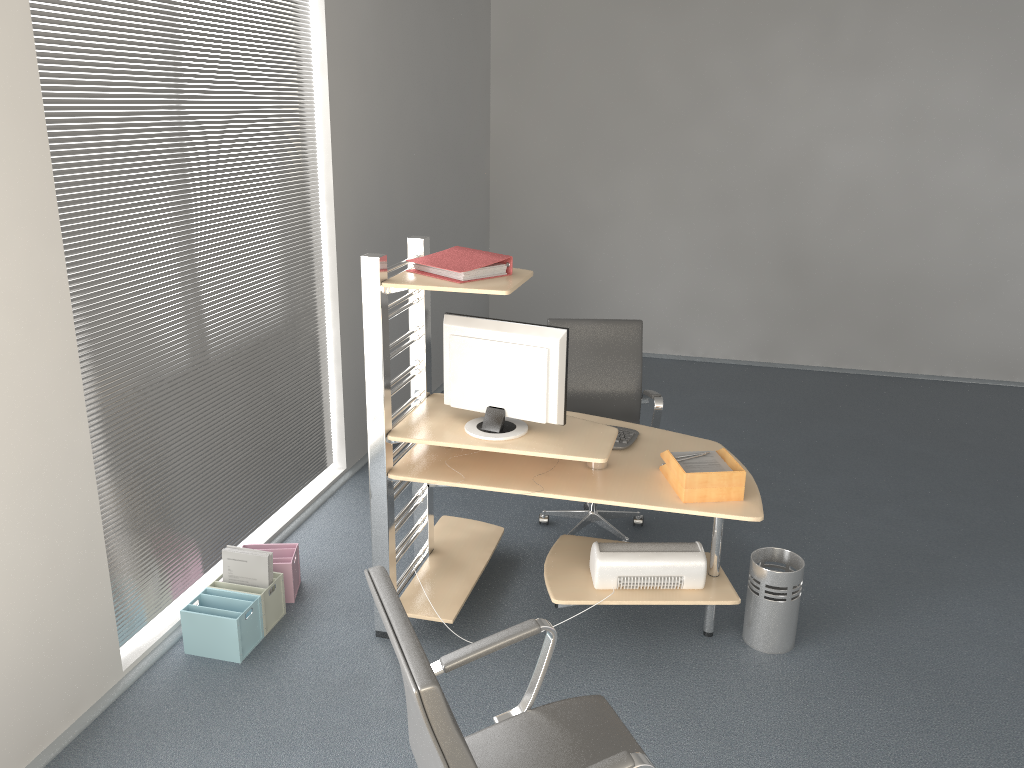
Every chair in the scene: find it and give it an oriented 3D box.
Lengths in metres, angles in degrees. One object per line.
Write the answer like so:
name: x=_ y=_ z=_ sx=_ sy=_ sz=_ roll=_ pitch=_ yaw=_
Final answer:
chair: x=0.415 y=0.259 z=4.389 sx=0.584 sy=1.048 sz=0.652 roll=1 pitch=18 yaw=0
chair: x=0.032 y=0.970 z=2.143 sx=0.652 sy=1.048 sz=0.584 roll=-6 pitch=19 yaw=-19

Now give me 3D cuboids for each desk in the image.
desk: x=0.278 y=0.216 z=3.667 sx=1.469 sy=1.566 sz=0.967 roll=5 pitch=18 yaw=13

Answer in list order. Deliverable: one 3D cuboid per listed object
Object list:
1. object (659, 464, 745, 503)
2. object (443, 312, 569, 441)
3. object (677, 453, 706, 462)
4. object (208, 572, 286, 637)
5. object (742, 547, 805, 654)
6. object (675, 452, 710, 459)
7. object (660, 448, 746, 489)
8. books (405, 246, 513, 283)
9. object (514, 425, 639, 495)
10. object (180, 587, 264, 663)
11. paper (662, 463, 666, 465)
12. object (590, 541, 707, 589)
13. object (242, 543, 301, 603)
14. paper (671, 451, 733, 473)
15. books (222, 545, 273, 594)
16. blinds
object: x=0.708 y=0.350 z=3.331 sx=0.225 sy=0.060 sz=0.309 roll=-1 pitch=18 yaw=-7
object: x=-0.066 y=-0.027 z=3.366 sx=0.516 sy=0.418 sz=0.245 roll=13 pitch=21 yaw=34
object: x=0.684 y=0.281 z=3.388 sx=0.159 sy=0.009 sz=0.008 roll=-10 pitch=20 yaw=-29
object: x=-1.104 y=0.909 z=3.706 sx=0.245 sy=0.202 sz=0.185 roll=5 pitch=18 yaw=13
object: x=1.058 y=0.880 z=3.598 sx=0.208 sy=0.377 sz=0.208 roll=-10 pitch=21 yaw=-31
object: x=0.697 y=0.273 z=3.414 sx=0.159 sy=0.009 sz=0.008 roll=-6 pitch=19 yaw=-21
object: x=0.708 y=0.296 z=3.314 sx=0.225 sy=0.060 sz=0.309 roll=-1 pitch=18 yaw=-7
books: x=-0.202 y=-0.455 z=3.351 sx=0.262 sy=0.072 sz=0.320 roll=-16 pitch=24 yaw=-41
object: x=0.198 y=0.304 z=3.589 sx=0.478 sy=0.082 sz=0.814 roll=8 pitch=19 yaw=20
object: x=-1.150 y=0.963 z=3.535 sx=0.245 sy=0.202 sz=0.185 roll=5 pitch=18 yaw=13
paper: x=0.707 y=0.361 z=3.336 sx=0.210 sy=0.019 sz=0.297 roll=-1 pitch=18 yaw=-7
object: x=0.534 y=0.683 z=3.592 sx=0.438 sy=0.162 sz=0.351 roll=0 pitch=18 yaw=-2
object: x=-1.076 y=0.841 z=3.921 sx=0.245 sy=0.202 sz=0.185 roll=0 pitch=18 yaw=-4
paper: x=0.708 y=0.312 z=3.320 sx=0.210 sy=0.010 sz=0.297 roll=-1 pitch=18 yaw=-7
books: x=-1.099 y=0.837 z=3.698 sx=0.220 sy=0.306 sz=0.068 roll=5 pitch=18 yaw=13
blinds: x=-1.263 y=-0.581 z=3.819 sx=0.022 sy=2.770 sz=1.950 roll=5 pitch=18 yaw=13
